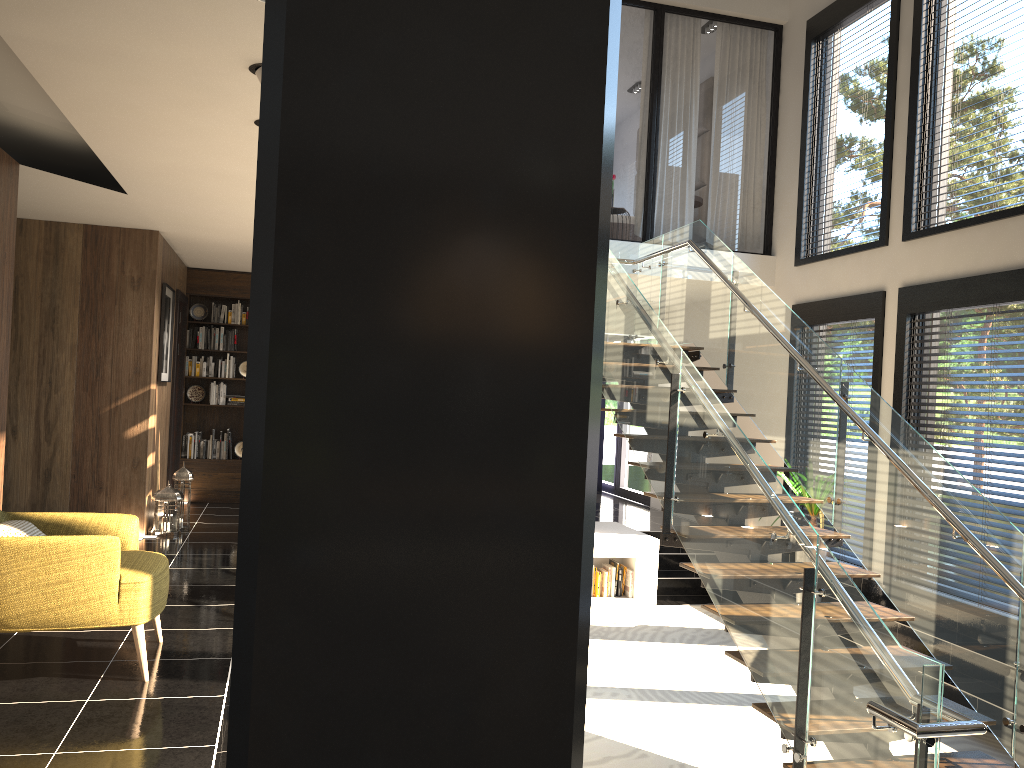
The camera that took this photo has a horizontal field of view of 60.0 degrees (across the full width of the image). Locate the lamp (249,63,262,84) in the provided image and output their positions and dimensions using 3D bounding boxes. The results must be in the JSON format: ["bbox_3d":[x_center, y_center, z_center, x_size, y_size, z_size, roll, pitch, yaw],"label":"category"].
[{"bbox_3d":[-0.916,-1.300,3.691,0.346,0.247,0.195,3,0,-15],"label":"lamp"}]

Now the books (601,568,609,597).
[{"bbox_3d":[0.891,1.923,8.602,0.021,0.248,0.197,3,0,-15],"label":"books"}]

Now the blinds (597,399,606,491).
[{"bbox_3d":[1.298,0.357,14.392,0.161,2.770,1.080,3,0,-16],"label":"blinds"}]

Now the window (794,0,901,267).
[{"bbox_3d":[3.246,-2.406,8.281,0.358,2.475,1.393,3,0,-15],"label":"window"}]

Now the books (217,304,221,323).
[{"bbox_3d":[-3.418,-0.816,10.350,0.026,0.222,0.202,3,0,-15],"label":"books"}]

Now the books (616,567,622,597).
[{"bbox_3d":[1.019,1.918,8.647,0.030,0.273,0.185,3,0,-15],"label":"books"}]

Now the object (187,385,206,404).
[{"bbox_3d":[-3.667,0.120,10.293,0.212,0.222,0.082,3,0,-15],"label":"object"}]

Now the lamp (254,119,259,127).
[{"bbox_3d":[-1.109,-1.335,4.441,0.346,0.177,0.195,3,-1,-15],"label":"lamp"}]

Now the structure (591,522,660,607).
[{"bbox_3d":[-0.497,0.424,8.641,3.782,3.245,1.148,3,0,-15],"label":"structure"}]

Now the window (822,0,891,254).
[{"bbox_3d":[3.316,-2.402,8.292,0.005,2.297,1.221,3,0,-15],"label":"window"}]

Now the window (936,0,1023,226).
[{"bbox_3d":[3.719,-2.404,6.747,0.005,2.297,1.221,3,0,-15],"label":"window"}]

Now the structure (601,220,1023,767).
[{"bbox_3d":[0.546,0.018,4.993,3.448,4.868,7.279,3,-1,-15],"label":"structure"}]

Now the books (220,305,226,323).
[{"bbox_3d":[-3.379,-0.810,10.367,0.059,0.216,0.159,3,0,-15],"label":"books"}]

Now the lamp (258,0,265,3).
[{"bbox_3d":[-0.718,-1.346,2.940,0.346,0.158,0.195,3,-1,-15],"label":"lamp"}]

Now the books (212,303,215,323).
[{"bbox_3d":[-3.484,-0.825,10.344,0.017,0.234,0.200,3,0,-15],"label":"books"}]

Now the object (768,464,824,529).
[{"bbox_3d":[2.583,1.336,7.680,0.876,1.338,0.830,3,0,-26],"label":"object"}]

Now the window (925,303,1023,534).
[{"bbox_3d":[3.584,0.447,6.705,0.005,2.297,1.313,3,0,-15],"label":"window"}]

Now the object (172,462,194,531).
[{"bbox_3d":[-3.081,1.042,8.283,0.182,0.643,0.182,3,0,-15],"label":"object"}]

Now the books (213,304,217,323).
[{"bbox_3d":[-3.455,-0.815,10.313,0.024,0.216,0.210,3,0,-15],"label":"books"}]

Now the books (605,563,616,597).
[{"bbox_3d":[0.952,1.908,8.626,0.028,0.285,0.210,3,0,-15],"label":"books"}]

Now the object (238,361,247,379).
[{"bbox_3d":[-3.112,-0.167,10.434,0.212,0.222,0.082,3,0,-15],"label":"object"}]

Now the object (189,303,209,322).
[{"bbox_3d":[-3.626,-0.826,10.266,0.212,0.222,0.082,3,0,-15],"label":"object"}]

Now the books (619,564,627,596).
[{"bbox_3d":[1.070,1.914,8.679,0.043,0.287,0.147,3,0,-14],"label":"books"}]

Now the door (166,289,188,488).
[{"bbox_3d":[-3.690,0.185,9.659,0.104,2.347,0.931,3,0,-15],"label":"door"}]

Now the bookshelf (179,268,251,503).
[{"bbox_3d":[-2.993,0.058,10.478,1.704,2.682,0.273,3,0,-15],"label":"bookshelf"}]

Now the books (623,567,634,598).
[{"bbox_3d":[1.117,1.928,8.653,0.037,0.264,0.272,3,0,-15],"label":"books"}]

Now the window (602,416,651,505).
[{"bbox_3d":[1.693,0.454,13.566,0.184,2.476,2.981,3,0,-15],"label":"window"}]

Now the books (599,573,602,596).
[{"bbox_3d":[0.840,1.937,8.617,0.022,0.216,0.137,3,0,-15],"label":"books"}]

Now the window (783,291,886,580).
[{"bbox_3d":[3.100,0.448,8.279,0.358,2.475,1.393,3,0,-15],"label":"window"}]

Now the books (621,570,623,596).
[{"bbox_3d":[1.040,1.928,8.665,0.019,0.255,0.180,3,0,-15],"label":"books"}]

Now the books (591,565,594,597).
[{"bbox_3d":[0.752,1.889,8.585,0.021,0.302,0.167,3,0,-15],"label":"books"}]

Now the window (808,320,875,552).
[{"bbox_3d":[3.171,0.452,8.289,0.005,2.297,1.221,3,0,-15],"label":"window"}]

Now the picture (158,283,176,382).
[{"bbox_3d":[-3.302,-0.473,8.489,0.028,0.911,0.748,3,0,-15],"label":"picture"}]

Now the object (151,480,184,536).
[{"bbox_3d":[-3.123,1.116,8.036,0.262,0.483,0.262,3,0,-15],"label":"object"}]

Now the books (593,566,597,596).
[{"bbox_3d":[0.775,1.899,8.589,0.025,0.285,0.164,3,0,-15],"label":"books"}]

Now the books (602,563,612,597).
[{"bbox_3d":[0.915,1.907,8.636,0.039,0.284,0.199,3,0,-15],"label":"books"}]

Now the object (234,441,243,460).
[{"bbox_3d":[-3.154,0.778,10.413,0.212,0.222,0.082,3,0,-15],"label":"object"}]

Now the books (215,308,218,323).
[{"bbox_3d":[-3.447,-0.796,10.363,0.020,0.180,0.153,3,0,-15],"label":"books"}]

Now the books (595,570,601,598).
[{"bbox_3d":[0.803,1.918,8.573,0.025,0.249,0.208,3,0,-15],"label":"books"}]

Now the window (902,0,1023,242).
[{"bbox_3d":[3.648,-2.408,6.737,0.358,2.475,1.393,3,0,-15],"label":"window"}]

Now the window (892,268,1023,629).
[{"bbox_3d":[3.513,0.443,6.696,0.358,2.475,1.498,3,0,-15],"label":"window"}]

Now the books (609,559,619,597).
[{"bbox_3d":[0.983,1.888,8.648,0.042,0.328,0.205,3,0,-15],"label":"books"}]

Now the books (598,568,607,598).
[{"bbox_3d":[0.871,1.923,8.591,0.024,0.246,0.211,3,0,-15],"label":"books"}]
